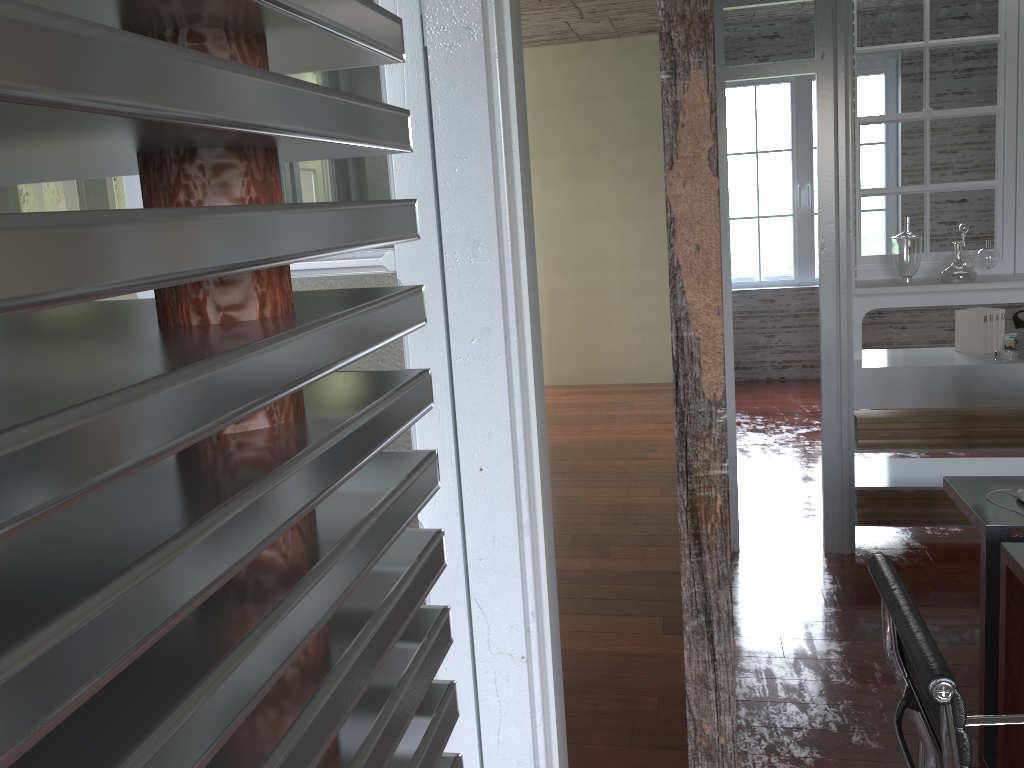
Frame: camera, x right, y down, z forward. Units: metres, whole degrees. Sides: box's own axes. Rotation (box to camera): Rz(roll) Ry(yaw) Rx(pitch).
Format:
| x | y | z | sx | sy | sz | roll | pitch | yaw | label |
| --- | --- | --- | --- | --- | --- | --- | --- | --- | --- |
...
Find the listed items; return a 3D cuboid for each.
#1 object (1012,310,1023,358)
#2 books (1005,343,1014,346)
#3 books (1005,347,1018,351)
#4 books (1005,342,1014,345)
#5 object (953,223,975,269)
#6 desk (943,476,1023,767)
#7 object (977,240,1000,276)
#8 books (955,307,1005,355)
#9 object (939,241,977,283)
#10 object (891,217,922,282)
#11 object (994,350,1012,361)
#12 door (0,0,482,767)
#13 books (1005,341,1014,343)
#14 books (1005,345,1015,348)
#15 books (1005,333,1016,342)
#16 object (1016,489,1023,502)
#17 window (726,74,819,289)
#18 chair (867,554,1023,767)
| x | y | z | sx | sy | sz | roll | pitch | yaw | label |
| --- | --- | --- | --- | --- | --- | --- | --- | --- | --- |
| 2.310 | -0.224 | 3.939 | 0.158 | 0.178 | 0.386 | 4 | 13 | 37 | object |
| 2.357 | -0.195 | 4.118 | 0.169 | 0.007 | 0.191 | -9 | 13 | -22 | books |
| 2.362 | -0.177 | 4.110 | 0.181 | 0.011 | 0.247 | -9 | 13 | -22 | books |
| 2.356 | -0.202 | 4.117 | 0.169 | 0.007 | 0.191 | -9 | 13 | -22 | books |
| 2.010 | -0.579 | 3.939 | 0.088 | 0.269 | 0.089 | -3 | 9 | 7 | object |
| 1.775 | 0.898 | 1.507 | 1.300 | 0.721 | 2.532 | -2 | 12 | 12 | desk |
| 2.133 | -0.550 | 3.966 | 0.094 | 0.186 | 0.095 | -6 | 9 | -13 | object |
| 2.149 | -0.246 | 4.064 | 0.151 | 0.192 | 0.144 | -8 | 10 | -22 | books |
| 1.936 | -0.517 | 3.840 | 0.148 | 0.199 | 0.149 | -5 | 10 | -5 | object |
| 1.761 | -0.587 | 3.948 | 0.129 | 0.313 | 0.130 | 3 | 11 | 37 | object |
| 2.119 | -0.121 | 3.822 | 0.066 | 0.040 | 0.066 | -10 | 12 | -30 | object |
| -0.584 | 0.290 | 1.681 | 1.057 | 2.161 | 0.041 | -2 | 9 | 12 | door |
| 2.357 | -0.208 | 4.117 | 0.169 | 0.007 | 0.191 | -9 | 13 | -22 | books |
| 2.361 | -0.186 | 4.109 | 0.181 | 0.007 | 0.247 | -9 | 13 | -22 | books |
| 2.355 | -0.215 | 4.116 | 0.169 | 0.007 | 0.191 | -7 | 12 | -16 | books |
| 1.482 | 0.322 | 2.533 | 0.059 | 0.028 | 0.107 | -2 | 12 | 11 | object |
| 2.453 | -1.732 | 7.492 | 1.538 | 1.923 | 0.128 | -2 | 9 | 12 | window |
| 0.916 | 0.841 | 1.370 | 0.699 | 1.014 | 0.671 | -3 | 10 | 6 | chair |
